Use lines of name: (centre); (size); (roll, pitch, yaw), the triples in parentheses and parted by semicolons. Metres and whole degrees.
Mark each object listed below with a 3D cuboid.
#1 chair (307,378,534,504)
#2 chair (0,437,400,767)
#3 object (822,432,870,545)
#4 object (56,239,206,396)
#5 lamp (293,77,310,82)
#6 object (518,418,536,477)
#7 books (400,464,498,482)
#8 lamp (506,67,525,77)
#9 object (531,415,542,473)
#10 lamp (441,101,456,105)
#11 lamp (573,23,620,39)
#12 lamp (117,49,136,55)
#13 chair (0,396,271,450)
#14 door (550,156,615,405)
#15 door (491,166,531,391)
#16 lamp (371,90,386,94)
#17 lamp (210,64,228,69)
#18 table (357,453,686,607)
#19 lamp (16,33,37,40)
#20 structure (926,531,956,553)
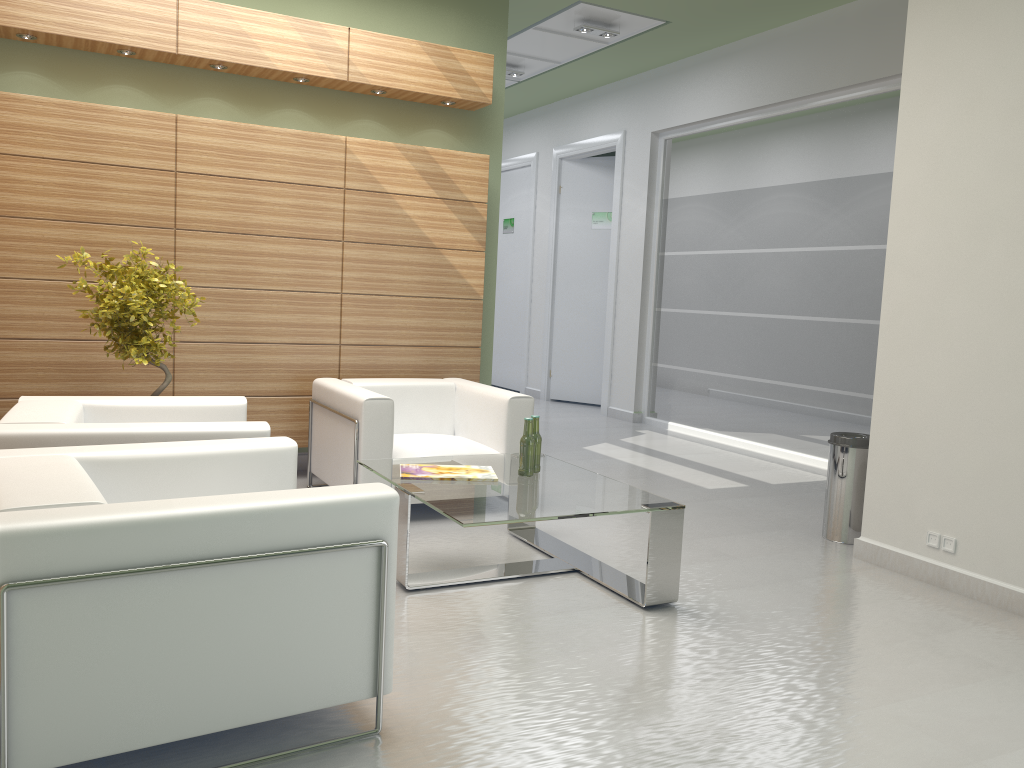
chair: (-0.997, 0.633, 9.393); (1.894, 1.234, 1.802); (0, 6, -28)
chair: (-1.797, 1.054, 4.744); (1.802, 1.234, 1.894); (-1, 7, -33)
object: (3.305, 1.010, 8.668); (0.482, 1.027, 0.483); (6, 7, 33)
object: (-3.543, -0.050, 8.189); (1.116, 2.565, 1.201); (6, 7, 30)
lamp: (-2.357, -3.430, 9.925); (0.181, 0.074, 0.181); (-1, 7, -33)
object: (0.123, 0.512, 7.196); (0.131, 0.475, 0.131); (6, 6, 27)
books: (-0.518, 0.713, 7.136); (0.762, 0.025, 0.508); (2, 6, -8)
lamp: (-0.125, -5.725, 16.124); (0.657, 0.159, 0.286); (0, 6, -28)
object: (0.182, 0.498, 7.363); (0.131, 0.475, 0.131); (6, 6, 27)
lamp: (-0.773, -3.435, 10.756); (0.181, 0.074, 0.181); (-1, 7, -33)
lamp: (1.286, -5.390, 13.438); (0.657, 0.159, 0.286); (0, 6, -28)
lamp: (-3.951, -3.424, 9.088); (0.181, 0.074, 0.181); (-1, 7, -33)
chair: (-2.858, 0.799, 6.798); (1.769, 1.234, 1.894); (0, 6, -23)
door: (1.835, -2.111, 18.346); (2.089, 5.083, 0.134); (6, 7, 32)
door: (-0.166, -2.461, 20.895); (0.250, 5.083, 2.089); (0, 6, -28)
lamp: (-1.557, -3.433, 10.345); (0.181, 0.074, 0.181); (5, 6, 23)
lamp: (-3.146, -3.427, 9.510); (0.181, 0.074, 0.181); (5, 6, 23)
table: (-0.049, 1.133, 7.036); (1.783, 0.742, 2.197); (0, 6, -28)
lamp: (-4.747, -3.422, 8.670); (0.181, 0.074, 0.181); (-1, 7, -33)
structure: (3.535, 1.299, 7.307); (0.017, 0.118, 0.262); (0, 6, -28)
